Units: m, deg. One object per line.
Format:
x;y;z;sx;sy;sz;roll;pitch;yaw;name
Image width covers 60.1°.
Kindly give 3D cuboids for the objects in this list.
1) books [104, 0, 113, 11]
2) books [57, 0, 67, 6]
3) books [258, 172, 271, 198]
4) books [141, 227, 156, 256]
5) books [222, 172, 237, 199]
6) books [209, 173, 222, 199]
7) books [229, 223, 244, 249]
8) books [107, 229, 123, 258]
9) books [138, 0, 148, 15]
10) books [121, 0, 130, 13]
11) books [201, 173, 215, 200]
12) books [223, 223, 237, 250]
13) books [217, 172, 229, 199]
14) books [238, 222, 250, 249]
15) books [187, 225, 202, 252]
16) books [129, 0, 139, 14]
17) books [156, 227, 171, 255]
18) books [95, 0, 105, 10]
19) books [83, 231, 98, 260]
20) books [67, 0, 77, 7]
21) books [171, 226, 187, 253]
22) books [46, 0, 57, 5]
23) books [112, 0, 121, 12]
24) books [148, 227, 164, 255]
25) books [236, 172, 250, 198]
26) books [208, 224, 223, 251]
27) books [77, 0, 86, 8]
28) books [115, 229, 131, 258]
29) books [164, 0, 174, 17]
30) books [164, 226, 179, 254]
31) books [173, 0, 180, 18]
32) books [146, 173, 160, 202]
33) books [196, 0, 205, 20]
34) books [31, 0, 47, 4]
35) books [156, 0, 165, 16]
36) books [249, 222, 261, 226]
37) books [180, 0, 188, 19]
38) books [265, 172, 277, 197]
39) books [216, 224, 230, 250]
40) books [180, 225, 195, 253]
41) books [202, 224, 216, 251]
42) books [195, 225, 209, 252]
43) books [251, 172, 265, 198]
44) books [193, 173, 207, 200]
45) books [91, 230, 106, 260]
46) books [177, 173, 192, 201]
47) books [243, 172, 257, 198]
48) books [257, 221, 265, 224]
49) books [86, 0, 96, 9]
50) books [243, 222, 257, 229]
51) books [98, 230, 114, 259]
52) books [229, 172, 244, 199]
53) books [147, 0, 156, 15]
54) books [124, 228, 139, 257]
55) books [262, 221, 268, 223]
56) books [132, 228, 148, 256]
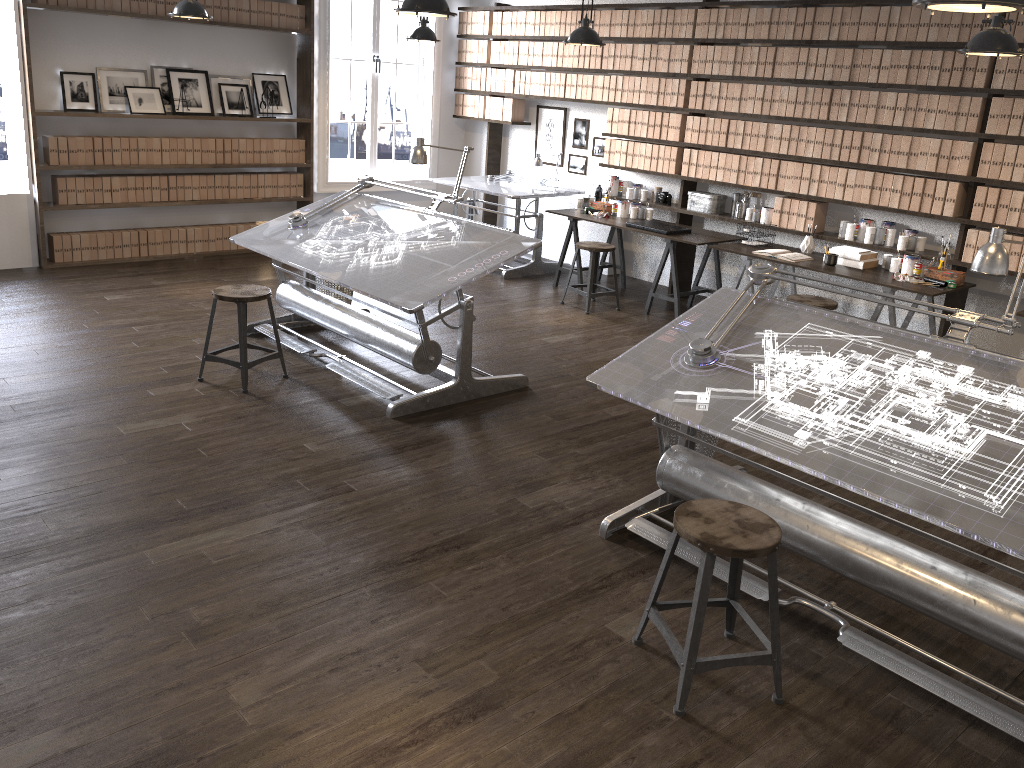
-3.314;-3.150;7.207;0.067;0.222;0.176;-10;22;-40;books
-3.575;-3.092;6.983;0.067;0.222;0.176;-10;22;-40;books
-2.388;-1.919;8.529;0.067;0.222;0.176;-10;22;-40;books
-3.259;-1.276;7.940;0.067;0.222;0.176;-10;22;-40;books
-2.651;-1.858;8.296;0.067;0.222;0.176;-10;22;-40;books
-2.755;-1.837;8.211;0.067;0.222;0.176;-10;22;-40;books
-2.634;-1.416;8.478;0.067;0.222;0.176;-10;22;-40;books
-3.476;-1.227;7.750;0.067;0.222;0.176;-10;22;-40;books
-3.109;-3.197;7.387;0.067;0.222;0.176;-10;22;-40;books
-3.210;-3.172;7.292;0.067;0.222;0.176;-10;22;-40;books
-2.812;-1.824;8.164;0.067;0.222;0.176;-10;22;-40;books
-2.686;-1.403;8.429;0.067;0.222;0.176;-10;22;-40;books
-2.705;-1.846;8.249;0.067;0.222;0.176;-10;22;-40;books
-2.588;-1.427;8.519;0.067;0.222;0.176;-10;22;-40;books
-2.942;-1.346;8.210;0.067;0.222;0.176;-10;22;-40;books
-3.160;-3.185;7.340;0.067;0.222;0.176;-10;22;-40;books
-3.158;-1.296;8.018;0.067;0.222;0.176;-10;22;-40;books
-3.361;-3.138;7.160;0.067;0.222;0.176;-10;22;-40;books
-3.629;-1.192;7.616;0.067;0.222;0.176;-10;22;-40;books
-3.519;-3.103;7.025;0.067;0.222;0.176;-10;22;-40;books
-3.052;-1.321;8.115;0.067;0.222;0.176;-10;22;-40;books
-3.627;-3.078;6.930;0.067;0.222;0.176;-10;22;-40;books
-3.266;-3.160;7.246;0.067;0.222;0.176;-10;22;-40;books
-3.208;-1.287;7.980;0.067;0.222;0.176;-10;22;-40;books
-2.549;-1.884;8.394;0.067;0.222;0.176;-10;22;-40;books
-2.795;-1.381;8.342;0.067;0.222;0.176;-10;22;-40;books
-3.468;-3.116;7.074;0.067;0.222;0.176;-10;22;-40;books
-3.421;-1.238;7.793;0.067;0.222;0.176;-10;22;-40;books
-2.944;-3.232;7.521;0.067;0.222;0.176;-10;22;-40;books
-3.104;-1.308;8.065;0.067;0.222;0.176;-10;22;-40;books
-2.900;-3.244;7.565;0.067;0.222;0.176;-10;22;-40;books
-3.182;-1.739;7.838;0.067;0.222;0.176;-10;22;-40;books
-2.741;-3.281;7.706;0.067;0.222;0.176;-10;22;-40;books
-3.687;-3.067;6.886;0.067;0.222;0.176;-10;22;-40;books
-2.998;-3.219;7.474;0.067;0.222;0.176;-10;22;-40;books
-2.488;-1.450;8.607;0.067;0.222;0.176;-10;22;-40;books
-2.852;-3.255;7.610;0.067;0.222;0.176;-10;22;-40;books
-2.342;-1.930;8.571;0.067;0.222;0.176;-10;22;-40;books
-2.742;-1.393;8.386;0.067;0.222;0.176;-10;22;-40;books
-2.995;-1.334;8.162;0.067;0.222;0.176;-10;22;-40;books
-2.843;-1.367;8.292;0.067;0.222;0.176;-10;22;-40;books
-2.896;-1.358;8.252;0.067;0.222;0.176;-10;22;-40;books
-2.441;-1.907;8.481;0.067;0.222;0.176;-10;22;-40;books
-2.865;-1.813;8.120;0.067;0.222;0.176;-10;22;-40;books
-3.576;-1.202;7.656;0.067;0.222;0.176;-10;22;-40;books
-2.967;-1.787;8.022;0.067;0.222;0.176;-10;22;-40;books
-2.496;-1.896;8.438;0.067;0.222;0.176;-10;22;-40;books
-2.435;-1.462;8.654;0.067;0.222;0.176;-10;22;-40;books
-3.415;-3.128;7.120;0.067;0.222;0.176;-10;22;-40;books
-2.534;-1.437;8.560;0.067;0.222;0.176;-10;22;-40;books
-3.529;-1.215;7.704;0.067;0.222;0.176;-10;22;-40;books
-2.599;-1.871;8.346;0.067;0.222;0.176;-10;22;-40;books
-3.055;-3.208;7.430;0.067;0.222;0.176;-10;22;-40;books
-3.370;-1.251;7.843;0.067;0.222;0.176;-10;22;-40;books
-2.379;-1.473;8.697;0.067;0.222;0.176;-10;22;-40;books
-3.311;-1.262;7.888;0.067;0.222;0.176;-10;22;-40;books
